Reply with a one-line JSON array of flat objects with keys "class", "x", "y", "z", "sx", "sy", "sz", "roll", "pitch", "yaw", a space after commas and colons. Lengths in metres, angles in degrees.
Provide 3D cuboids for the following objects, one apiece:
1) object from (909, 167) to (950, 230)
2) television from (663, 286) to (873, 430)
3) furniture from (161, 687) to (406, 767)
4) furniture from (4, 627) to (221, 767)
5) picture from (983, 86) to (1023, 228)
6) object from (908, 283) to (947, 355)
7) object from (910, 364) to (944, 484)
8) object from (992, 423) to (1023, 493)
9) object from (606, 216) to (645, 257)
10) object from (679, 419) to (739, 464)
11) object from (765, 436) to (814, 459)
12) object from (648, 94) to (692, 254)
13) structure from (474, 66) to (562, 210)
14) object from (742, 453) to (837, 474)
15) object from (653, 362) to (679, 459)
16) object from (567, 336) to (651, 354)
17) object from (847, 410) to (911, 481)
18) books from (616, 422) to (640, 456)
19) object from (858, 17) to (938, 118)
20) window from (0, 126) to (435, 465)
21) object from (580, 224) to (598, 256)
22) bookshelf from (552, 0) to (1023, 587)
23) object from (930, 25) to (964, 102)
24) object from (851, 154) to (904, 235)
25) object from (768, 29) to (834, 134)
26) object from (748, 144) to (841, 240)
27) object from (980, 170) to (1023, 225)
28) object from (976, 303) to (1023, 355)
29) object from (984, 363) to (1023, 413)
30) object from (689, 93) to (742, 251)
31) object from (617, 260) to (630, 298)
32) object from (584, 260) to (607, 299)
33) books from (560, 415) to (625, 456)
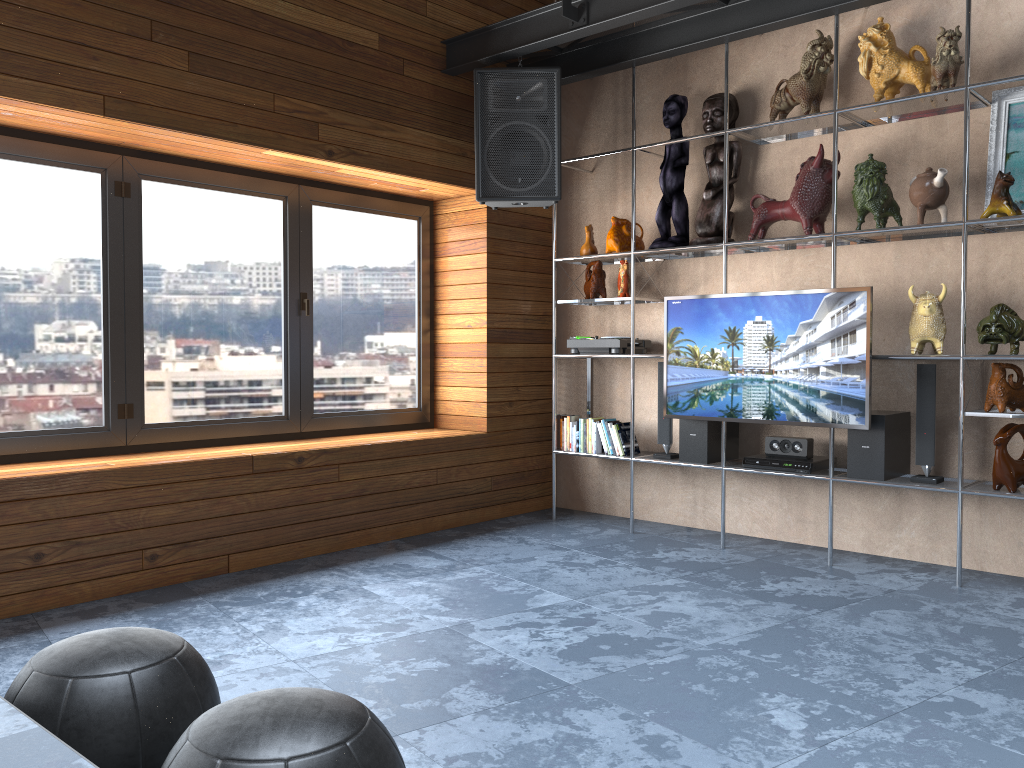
[{"class": "object", "x": 1.852, "y": -0.829, "z": 3.942, "sx": 0.164, "sy": 0.266, "sz": 0.237, "roll": -1, "pitch": 2, "yaw": -31}, {"class": "television", "x": 1.226, "y": -0.127, "z": 4.325, "sx": 1.075, "sy": 0.638, "sz": 0.115, "roll": 2, "pitch": 3, "yaw": 42}, {"class": "furniture", "x": -0.357, "y": 0.724, "z": 1.383, "sx": 0.402, "sy": 0.462, "sz": 0.401, "roll": -1, "pitch": 2, "yaw": -28}, {"class": "furniture", "x": -0.770, "y": 0.713, "z": 1.709, "sx": 0.402, "sy": 0.462, "sz": 0.401, "roll": 0, "pitch": 2, "yaw": -8}, {"class": "picture", "x": 2.340, "y": -1.002, "z": 3.798, "sx": 0.544, "sy": 0.625, "sz": 0.136, "roll": 2, "pitch": 3, "yaw": 42}, {"class": "object", "x": 1.866, "y": -0.286, "z": 3.979, "sx": 0.154, "sy": 0.310, "sz": 0.325, "roll": 1, "pitch": 2, "yaw": 27}, {"class": "object", "x": 1.881, "y": 0.176, "z": 4.010, "sx": 0.112, "sy": 0.533, "sz": 0.112, "roll": 2, "pitch": 3, "yaw": 42}, {"class": "object", "x": 2.134, "y": 0.312, "z": 3.767, "sx": 0.249, "sy": 0.290, "sz": 0.114, "roll": -1, "pitch": 2, "yaw": -22}, {"class": "object", "x": 0.658, "y": -0.845, "z": 5.103, "sx": 0.278, "sy": 0.222, "sz": 0.138, "roll": -1, "pitch": 2, "yaw": -37}, {"class": "object", "x": 1.070, "y": 0.265, "z": 4.814, "sx": 0.175, "sy": 0.303, "sz": 0.343, "roll": 2, "pitch": 3, "yaw": 42}, {"class": "object", "x": 1.400, "y": 0.320, "z": 4.482, "sx": 0.223, "sy": 0.101, "sz": 0.080, "roll": 2, "pitch": 3, "yaw": 42}, {"class": "object", "x": 0.879, "y": -1.175, "z": 4.919, "sx": 0.244, "sy": 0.879, "sz": 0.244, "roll": -1, "pitch": 2, "yaw": -19}, {"class": "structure", "x": 0.039, "y": -1.329, "z": 4.868, "sx": 0.461, "sy": 0.735, "sz": 0.488, "roll": 0, "pitch": 2, "yaw": 2}, {"class": "object", "x": 1.403, "y": 0.400, "z": 4.488, "sx": 0.360, "sy": 0.058, "sz": 0.325, "roll": 2, "pitch": 3, "yaw": 42}, {"class": "object", "x": 0.864, "y": 0.144, "z": 4.929, "sx": 0.112, "sy": 0.533, "sz": 0.112, "roll": 2, "pitch": 3, "yaw": 42}, {"class": "object", "x": 0.563, "y": -0.232, "z": 5.228, "sx": 0.404, "sy": 0.114, "sz": 0.320, "roll": 2, "pitch": 3, "yaw": 42}, {"class": "object", "x": 1.741, "y": 0.287, "z": 4.209, "sx": 0.175, "sy": 0.303, "sz": 0.343, "roll": 2, "pitch": 3, "yaw": 42}, {"class": "books", "x": 0.668, "y": 0.315, "z": 5.097, "sx": 0.081, "sy": 0.185, "sz": 0.138, "roll": 2, "pitch": 3, "yaw": 42}, {"class": "object", "x": 1.803, "y": -1.504, "z": 4.154, "sx": 0.215, "sy": 0.458, "sz": 0.328, "roll": -2, "pitch": 3, "yaw": -43}, {"class": "window", "x": -2.445, "y": -0.360, "z": 3.405, "sx": 0.101, "sy": 1.522, "sz": 5.936, "roll": 2, "pitch": 3, "yaw": 42}, {"class": "object", "x": 0.470, "y": -0.850, "z": 5.269, "sx": 0.107, "sy": 0.209, "sz": 0.233, "roll": 1, "pitch": 2, "yaw": 29}, {"class": "bookshelf", "x": 4.358, "y": -2.166, "z": 1.782, "sx": 10.739, "sy": 6.219, "sz": 0.421, "roll": 2, "pitch": 3, "yaw": 42}, {"class": "object", "x": 1.904, "y": -1.401, "z": 3.880, "sx": 0.131, "sy": 0.280, "sz": 0.208, "roll": 1, "pitch": 2, "yaw": 24}, {"class": "object", "x": 1.686, "y": -0.879, "z": 4.105, "sx": 0.255, "sy": 0.356, "sz": 0.167, "roll": -1, "pitch": 2, "yaw": -29}, {"class": "object", "x": 1.443, "y": -1.507, "z": 4.426, "sx": 0.328, "sy": 0.442, "sz": 0.207, "roll": 1, "pitch": 2, "yaw": 35}, {"class": "object", "x": 1.395, "y": -0.931, "z": 4.387, "sx": 0.462, "sy": 0.440, "sz": 0.219, "roll": 2, "pitch": 3, "yaw": 42}, {"class": "object", "x": 2.127, "y": -0.794, "z": 3.805, "sx": 0.272, "sy": 0.207, "sz": 0.137, "roll": -2, "pitch": 3, "yaw": -44}, {"class": "object", "x": 2.144, "y": -0.232, "z": 3.766, "sx": 0.403, "sy": 0.221, "sz": 0.192, "roll": 0, "pitch": 2, "yaw": -11}, {"class": "object", "x": 2.130, "y": 0.015, "z": 3.795, "sx": 0.217, "sy": 0.214, "sz": 0.108, "roll": -1, "pitch": 2, "yaw": -23}, {"class": "object", "x": 1.093, "y": -1.147, "z": 4.756, "sx": 0.237, "sy": 0.840, "sz": 0.305, "roll": 2, "pitch": 3, "yaw": 44}, {"class": "object", "x": 0.644, "y": -0.602, "z": 5.139, "sx": 0.060, "sy": 0.223, "sz": 0.267, "roll": 0, "pitch": 2, "yaw": -2}, {"class": "object", "x": 0.492, "y": -0.611, "z": 5.270, "sx": 0.116, "sy": 0.229, "sz": 0.233, "roll": 0, "pitch": 2, "yaw": -8}, {"class": "books", "x": 0.502, "y": 0.299, "z": 5.225, "sx": 0.461, "sy": 0.208, "sz": 0.139, "roll": 2, "pitch": 3, "yaw": 42}]
